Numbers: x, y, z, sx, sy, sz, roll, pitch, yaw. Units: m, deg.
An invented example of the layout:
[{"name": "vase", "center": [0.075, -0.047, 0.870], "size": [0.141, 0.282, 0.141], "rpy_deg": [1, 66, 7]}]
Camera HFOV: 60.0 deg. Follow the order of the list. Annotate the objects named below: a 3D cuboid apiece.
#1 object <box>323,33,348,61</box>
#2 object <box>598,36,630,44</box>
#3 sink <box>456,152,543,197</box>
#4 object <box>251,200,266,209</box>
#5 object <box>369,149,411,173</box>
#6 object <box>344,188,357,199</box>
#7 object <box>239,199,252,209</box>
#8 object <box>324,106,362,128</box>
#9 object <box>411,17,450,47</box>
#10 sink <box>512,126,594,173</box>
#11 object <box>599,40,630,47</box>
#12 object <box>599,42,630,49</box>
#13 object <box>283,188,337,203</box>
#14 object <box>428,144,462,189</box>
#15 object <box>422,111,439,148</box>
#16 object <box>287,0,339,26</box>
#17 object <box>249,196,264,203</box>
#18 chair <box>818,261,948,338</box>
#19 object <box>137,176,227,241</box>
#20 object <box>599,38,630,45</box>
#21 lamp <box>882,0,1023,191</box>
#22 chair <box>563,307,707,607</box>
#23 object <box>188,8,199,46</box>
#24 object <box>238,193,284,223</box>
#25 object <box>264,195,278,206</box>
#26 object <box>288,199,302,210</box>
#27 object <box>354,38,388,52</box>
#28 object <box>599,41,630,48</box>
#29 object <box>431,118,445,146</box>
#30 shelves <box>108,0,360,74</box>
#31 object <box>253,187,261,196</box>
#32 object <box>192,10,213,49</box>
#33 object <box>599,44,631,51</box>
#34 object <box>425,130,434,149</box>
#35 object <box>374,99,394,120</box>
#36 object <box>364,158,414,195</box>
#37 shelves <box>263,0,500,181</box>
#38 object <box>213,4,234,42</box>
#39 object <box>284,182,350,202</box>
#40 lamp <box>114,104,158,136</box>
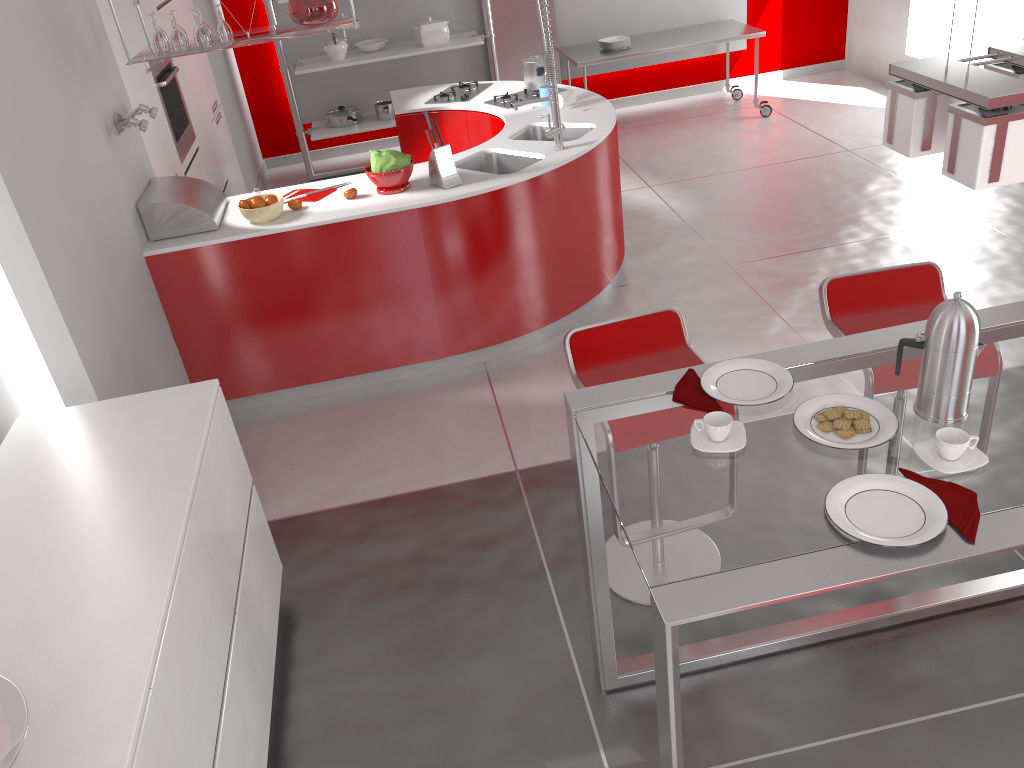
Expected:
[{"name": "object", "center": [-1.380, -2.643, 6.931], "size": [0.192, 0.214, 0.192], "rpy_deg": [-18, 32, -16]}, {"name": "object", "center": [0.831, -2.790, 7.199], "size": [0.228, 0.020, 0.228], "rpy_deg": [-21, 33, -20]}, {"name": "sink", "center": [-0.054, -0.998, 4.379], "size": [0.428, 0.172, 0.326], "rpy_deg": [19, 40, 38]}, {"name": "object", "center": [-1.131, -0.798, 3.961], "size": [0.065, 0.052, 0.062], "rpy_deg": [-19, 33, -18]}, {"name": "object", "center": [-0.557, -1.010, 4.094], "size": [0.198, 0.182, 0.193], "rpy_deg": [-8, 31, 0]}, {"name": "object", "center": [-0.747, -0.882, 4.100], "size": [0.064, 0.048, 0.063], "rpy_deg": [-23, 34, -23]}, {"name": "object", "center": [-1.191, -0.799, 3.969], "size": [0.055, 0.058, 0.066], "rpy_deg": [-19, 32, -17]}, {"name": "object", "center": [-1.393, -2.196, 7.269], "size": [0.308, 0.130, 0.407], "rpy_deg": [-7, 31, 2]}, {"name": "object", "center": [-0.643, -2.809, 7.047], "size": [0.282, 0.197, 0.235], "rpy_deg": [-16, 32, -13]}, {"name": "sink", "center": [0.224, -1.234, 4.702], "size": [0.428, 0.172, 0.326], "rpy_deg": [10, 36, 28]}, {"name": "object", "center": [0.834, -2.773, 7.209], "size": [0.228, 0.020, 0.228], "rpy_deg": [-21, 33, -20]}, {"name": "object", "center": [0.836, -2.755, 7.219], "size": [0.228, 0.020, 0.228], "rpy_deg": [-21, 33, -20]}, {"name": "object", "center": [-0.983, -0.898, 4.225], "size": [0.266, 0.006, 0.168], "rpy_deg": [3, 33, 18]}, {"name": "object", "center": [-0.317, -1.005, 4.067], "size": [0.091, 0.178, 0.137], "rpy_deg": [-26, 35, -27]}, {"name": "object", "center": [-0.342, -1.079, 4.048], "size": [0.014, 0.322, 0.150], "rpy_deg": [-28, 36, -29]}, {"name": "object", "center": [-0.850, -1.648, 3.720], "size": [0.213, 0.266, 0.213], "rpy_deg": [4, 33, 19]}, {"name": "object", "center": [-1.154, -0.825, 4.011], "size": [0.066, 0.049, 0.062], "rpy_deg": [-13, 31, -7]}, {"name": "chair", "center": [1.269, 0.086, 2.932], "size": [0.418, 0.857, 0.460], "rpy_deg": [-9, 31, -1]}, {"name": "object", "center": [-1.501, -0.831, 4.069], "size": [0.300, 0.170, 0.400], "rpy_deg": [-11, 31, -5]}, {"name": "object", "center": [0.832, -2.781, 7.204], "size": [0.228, 0.020, 0.228], "rpy_deg": [-21, 33, -20]}, {"name": "lamp", "center": [0.838, -0.863, 1.371], "size": [0.304, 1.025, 0.304], "rpy_deg": [-11, 31, -5]}, {"name": "chair", "center": [0.450, 0.245, 2.868], "size": [0.418, 0.857, 0.460], "rpy_deg": [-14, 31, -9]}, {"name": "object", "center": [-1.295, -1.472, 3.659], "size": [0.060, 0.141, 0.060], "rpy_deg": [-11, 31, -5]}, {"name": "object", "center": [-1.120, -0.782, 3.992], "size": [0.201, 0.086, 0.201], "rpy_deg": [-11, 31, -4]}, {"name": "object", "center": [-1.089, -0.828, 4.000], "size": [0.066, 0.049, 0.062], "rpy_deg": [-7, 31, 2]}, {"name": "object", "center": [-0.993, -0.821, 4.063], "size": [0.065, 0.047, 0.063], "rpy_deg": [-11, 31, -5]}, {"name": "object", "center": [-1.123, -2.709, 7.117], "size": [0.272, 0.072, 0.272], "rpy_deg": [22, 42, 40]}, {"name": "object", "center": [0.835, -2.764, 7.214], "size": [0.228, 0.020, 0.228], "rpy_deg": [-21, 33, -20]}, {"name": "object", "center": [-0.313, -1.074, 4.063], "size": [0.012, 0.279, 0.130], "rpy_deg": [-28, 36, -29]}, {"name": "shelves", "center": [-1.170, -1.861, 3.512], "size": [0.934, 1.023, 0.462], "rpy_deg": [-11, 31, -5]}, {"name": "object", "center": [-1.223, -0.914, 4.250], "size": [0.043, 0.066, 0.042], "rpy_deg": [-4, 31, 7]}, {"name": "object", "center": [-1.257, -1.437, 3.590], "size": [0.060, 0.141, 0.060], "rpy_deg": [-24, 34, -24]}, {"name": "object", "center": [0.838, -2.747, 7.225], "size": [0.228, 0.020, 0.228], "rpy_deg": [-21, 33, -20]}, {"name": "object", "center": [-0.356, -1.054, 4.037], "size": [0.009, 0.197, 0.091], "rpy_deg": [-28, 36, -29]}, {"name": "object", "center": [-1.029, -2.248, 7.275], "size": [0.196, 0.122, 0.182], "rpy_deg": [17, 39, 35]}, {"name": "object", "center": [-0.560, -0.962, 4.119], "size": [0.229, 0.118, 0.228], "rpy_deg": [-28, 36, -29]}, {"name": "shelves", "center": [-1.033, -2.981, 6.881], "size": [1.735, 2.599, 0.535], "rpy_deg": [-11, 31, -5]}, {"name": "object", "center": [-1.198, -1.492, 3.668], "size": [0.060, 0.141, 0.060], "rpy_deg": [-11, 31, -5]}, {"name": "object", "center": [-0.934, -0.923, 4.241], "size": [0.375, 0.008, 0.041], "rpy_deg": [-24, 34, -24]}, {"name": "lamp", "center": [-1.631, -1.146, 3.844], "size": [0.155, 0.081, 0.454], "rpy_deg": [-11, 31, -5]}]
